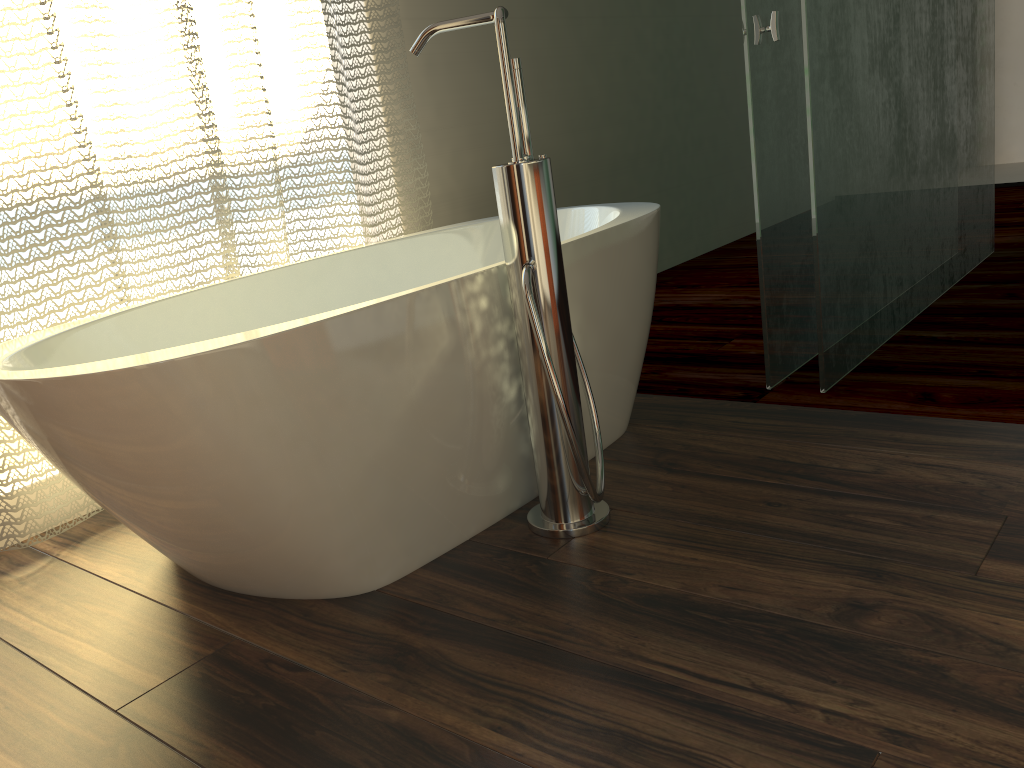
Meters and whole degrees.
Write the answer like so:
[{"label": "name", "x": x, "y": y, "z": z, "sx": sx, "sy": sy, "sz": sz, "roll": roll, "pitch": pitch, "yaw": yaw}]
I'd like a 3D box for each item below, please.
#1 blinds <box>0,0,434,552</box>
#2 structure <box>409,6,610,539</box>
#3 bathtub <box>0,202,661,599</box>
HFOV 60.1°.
[{"label": "blinds", "x": -0.985, "y": -0.873, "z": 1.852, "sx": 0.186, "sy": 2.332, "sz": 2.078, "roll": 5, "pitch": 20, "yaw": 40}, {"label": "structure", "x": 0.030, "y": -0.163, "z": 1.496, "sx": 0.243, "sy": 0.895, "sz": 0.278, "roll": -11, "pitch": 15, "yaw": -8}, {"label": "bathtub", "x": -0.250, "y": -0.019, "z": 1.920, "sx": 0.784, "sy": 0.484, "sz": 1.584, "roll": 4, "pitch": 20, "yaw": 40}]
